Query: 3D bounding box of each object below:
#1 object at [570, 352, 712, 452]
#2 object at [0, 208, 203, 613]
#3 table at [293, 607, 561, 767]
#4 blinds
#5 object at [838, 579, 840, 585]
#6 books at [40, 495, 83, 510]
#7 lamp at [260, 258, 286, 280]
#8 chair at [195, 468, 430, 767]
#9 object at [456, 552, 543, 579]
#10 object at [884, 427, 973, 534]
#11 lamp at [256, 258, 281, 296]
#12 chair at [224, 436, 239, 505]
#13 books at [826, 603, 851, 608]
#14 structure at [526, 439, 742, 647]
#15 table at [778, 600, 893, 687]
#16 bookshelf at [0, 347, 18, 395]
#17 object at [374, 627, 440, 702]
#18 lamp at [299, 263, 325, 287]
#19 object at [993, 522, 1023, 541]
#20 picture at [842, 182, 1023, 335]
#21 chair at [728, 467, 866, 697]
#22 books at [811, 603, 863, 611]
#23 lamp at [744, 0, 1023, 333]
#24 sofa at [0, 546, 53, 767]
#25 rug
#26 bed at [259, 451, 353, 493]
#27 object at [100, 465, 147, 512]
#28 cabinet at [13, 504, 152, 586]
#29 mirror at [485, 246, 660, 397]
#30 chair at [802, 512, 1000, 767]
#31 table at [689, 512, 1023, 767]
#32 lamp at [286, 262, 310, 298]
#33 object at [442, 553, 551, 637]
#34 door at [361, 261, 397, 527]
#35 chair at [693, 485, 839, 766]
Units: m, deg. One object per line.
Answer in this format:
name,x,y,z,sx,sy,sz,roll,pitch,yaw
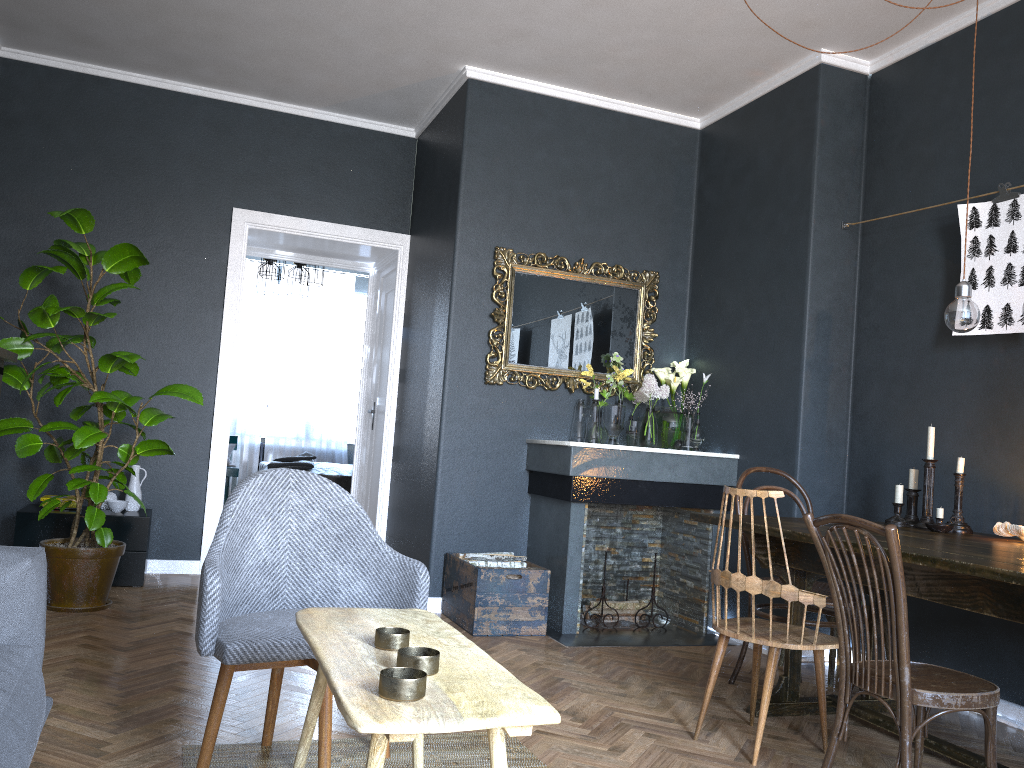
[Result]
object,0.749,0.087,5.010,0.727,0.546,0.474,5,-4,-17
object,-2.136,0.125,4.302,1.119,1.897,0.764,6,-3,-26
table,-0.218,0.757,1.605,0.339,0.549,0.788,6,-4,-20
blinds,-2.712,0.018,10.120,3.994,2.786,0.312,6,-3,-20
object,1.490,0.886,4.060,0.074,0.173,0.074,3,-3,25
books,-2.514,0.663,4.954,0.215,0.066,0.162,6,-4,-25
lamp,-2.175,-1.329,8.154,0.210,0.713,0.210,5,-3,-7
chair,-0.587,0.654,2.464,0.645,0.810,0.495,7,-4,-42
object,-0.084,1.003,4.591,0.370,0.246,0.533,6,-4,-20
object,1.654,0.367,3.532,0.223,0.419,0.368,5,-4,-19
lamp,-2.312,-1.264,8.517,0.210,0.803,0.210,5,-3,-7
chair,-3.162,0.945,9.489,0.436,0.798,0.592,6,-4,-20
books,1.476,0.985,4.064,0.207,0.024,0.263,3,-4,23
structure,0.642,0.830,4.781,1.066,0.980,0.834,6,-4,-20
table,1.483,1.169,4.043,0.364,0.317,0.369,6,-4,-20
bookshelf,-2.122,0.393,2.950,0.451,1.171,1.919,5,-4,-20
object,-0.174,0.461,1.484,0.103,0.033,0.369,5,-4,-10
lamp,-1.780,-1.277,7.991,0.210,0.769,0.210,5,-3,-7
object,1.824,0.523,3.097,0.252,0.072,0.254,5,-4,-14
picture,2.415,-0.512,2.340,0.058,0.770,4.459,5,-4,-20
chair,1.179,0.815,3.660,0.438,0.920,0.549,5,-3,-18
books,1.492,1.005,4.068,0.219,0.013,0.273,2,-4,26
lamp,0.992,-1.011,2.932,1.590,1.573,0.583,4,-3,11
sofa,-1.163,0.521,1.032,0.970,0.797,2.341,6,-4,-21
rug,-0.125,1.050,1.776,1.004,0.013,2.012,6,-4,-20
bed,-1.260,0.851,8.646,2.376,1.161,2.266,6,-4,-20
object,-2.252,0.588,5.054,0.228,0.268,0.229,4,-3,13
cabinet,-2.387,0.902,4.961,0.650,0.390,0.456,6,-4,-20
mirror,0.368,-0.336,5.099,1.057,0.783,0.067,6,-3,-20
chair,1.039,0.765,2.347,0.467,0.819,0.363,6,-3,-21
table,1.467,0.881,2.867,1.126,0.727,1.605,6,-4,-20
lamp,-2.129,-1.252,8.914,0.210,0.746,0.210,5,-3,-7
object,-0.094,1.079,4.585,0.383,0.326,0.553,6,-4,-20
door,-0.905,0.206,6.371,0.162,2.185,0.857,5,-3,-20
chair,0.862,0.782,2.978,0.384,0.856,0.456,7,-4,-35
